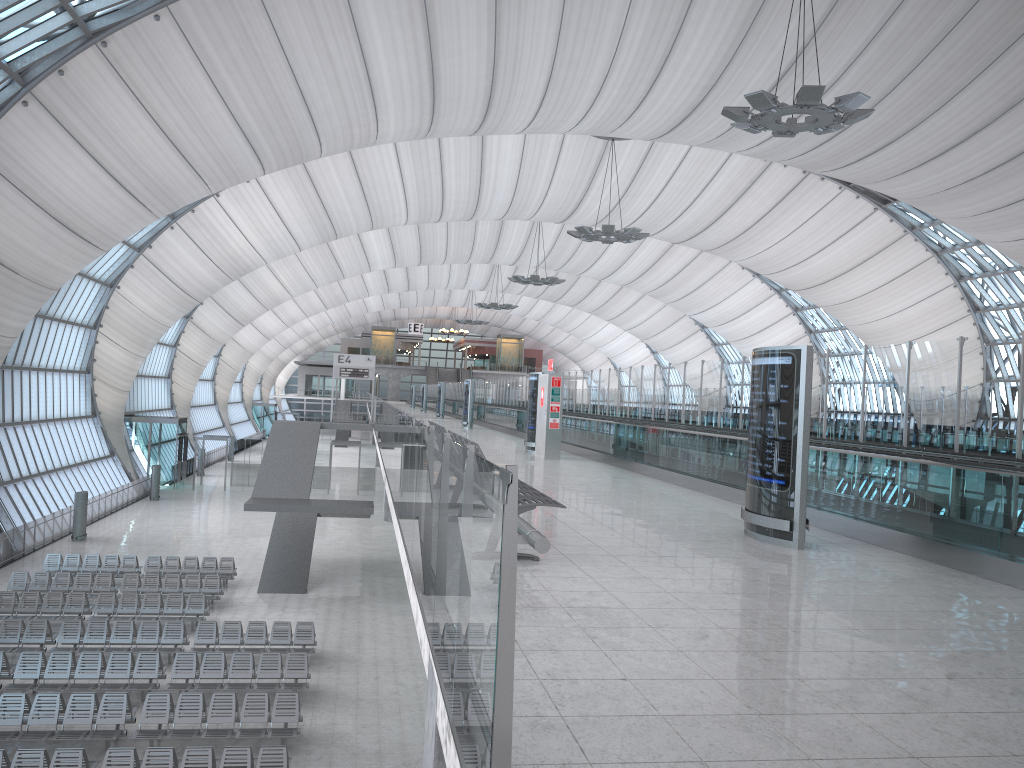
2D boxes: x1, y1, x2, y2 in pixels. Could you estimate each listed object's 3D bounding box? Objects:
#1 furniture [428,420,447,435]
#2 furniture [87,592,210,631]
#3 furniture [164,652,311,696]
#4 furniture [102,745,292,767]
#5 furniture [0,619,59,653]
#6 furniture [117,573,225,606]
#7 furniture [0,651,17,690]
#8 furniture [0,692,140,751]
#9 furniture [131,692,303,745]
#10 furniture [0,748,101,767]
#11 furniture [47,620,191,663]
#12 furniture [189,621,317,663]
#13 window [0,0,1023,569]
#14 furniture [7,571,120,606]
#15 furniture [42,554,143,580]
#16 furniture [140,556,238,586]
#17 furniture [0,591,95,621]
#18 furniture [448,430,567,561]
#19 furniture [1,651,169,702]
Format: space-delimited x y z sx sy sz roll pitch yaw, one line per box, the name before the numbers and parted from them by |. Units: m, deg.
furniture | -0.615 0.952 10.896 0.713 0.902 2.520 3 -1 -9
furniture | -9.063 5.720 22.297 2.705 0.913 1.572 3 -1 -9
furniture | -5.425 5.832 17.761 2.705 0.913 1.572 3 -1 -9
furniture | -4.634 5.798 13.025 2.705 0.913 1.572 3 -1 -9
furniture | -11.426 5.551 19.196 2.705 0.913 1.572 3 -1 -9
furniture | -9.450 5.736 24.614 2.705 0.913 1.572 3 -1 -9
furniture | -11.031 5.534 16.828 2.705 0.913 1.572 3 -1 -9
furniture | -7.832 5.666 14.926 2.705 0.913 1.572 3 -1 -9
furniture | -5.029 5.815 15.393 2.705 0.913 1.572 3 -1 -9
furniture | -7.437 5.649 12.558 2.705 0.913 1.572 3 -1 -9
furniture | -8.623 5.700 19.663 2.705 0.913 1.572 3 -1 -9
furniture | -5.820 5.850 20.130 2.705 0.913 1.572 3 -1 -9
window | -1.625 -2.436 79.460 50.537 20.004 167.818 3 -1 -9
furniture | -12.253 5.587 24.147 2.705 0.913 1.572 3 -1 -9
furniture | -12.688 5.606 26.752 2.705 0.913 1.572 3 -1 -9
furniture | -9.885 5.755 27.219 2.705 0.913 1.572 3 -1 -9
furniture | -11.866 5.570 21.830 2.705 0.913 1.572 3 -1 -9
furniture | -0.135 0.929 7.913 0.713 0.902 2.520 3 -1 -9
furniture | -8.228 5.683 17.295 2.705 0.913 1.572 3 -1 -9
